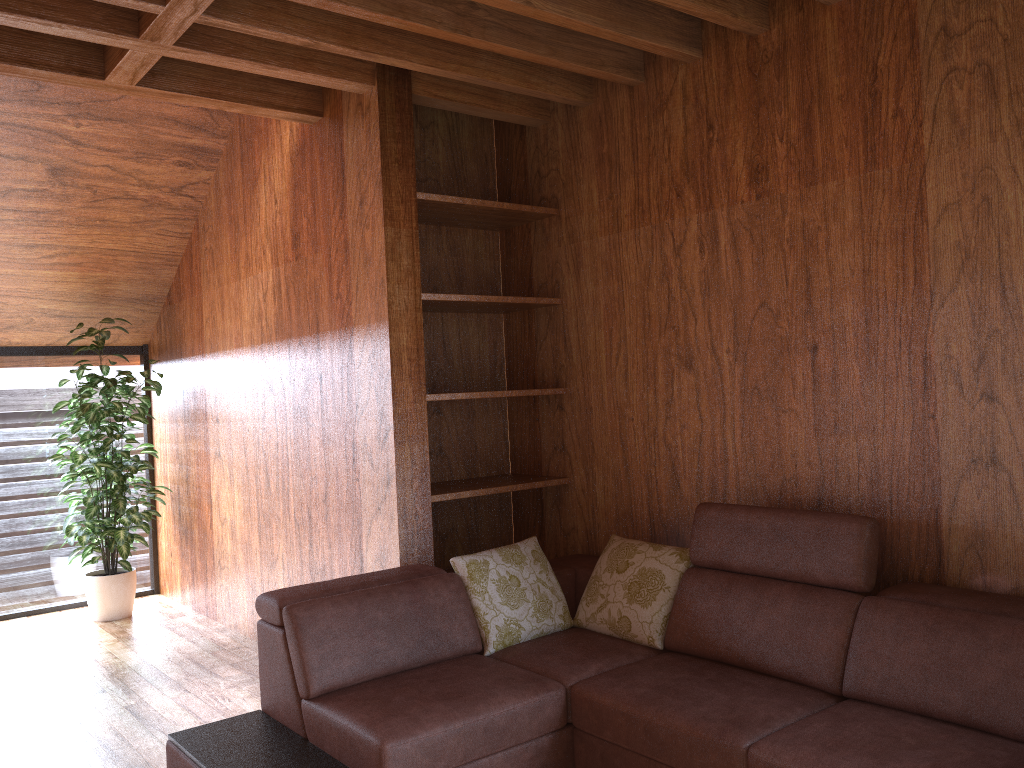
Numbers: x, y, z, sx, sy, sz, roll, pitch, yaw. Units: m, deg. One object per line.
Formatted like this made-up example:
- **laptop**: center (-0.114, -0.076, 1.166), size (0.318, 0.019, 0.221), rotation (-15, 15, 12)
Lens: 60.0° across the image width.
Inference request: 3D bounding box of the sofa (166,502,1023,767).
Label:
- **sofa**: center (0.382, 0.777, 2.198), size (1.713, 0.760, 2.485), rotation (-2, -1, -38)

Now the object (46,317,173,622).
- **object**: center (-2.258, 0.464, 4.972), size (0.642, 1.690, 0.674), rotation (-3, 0, -31)
